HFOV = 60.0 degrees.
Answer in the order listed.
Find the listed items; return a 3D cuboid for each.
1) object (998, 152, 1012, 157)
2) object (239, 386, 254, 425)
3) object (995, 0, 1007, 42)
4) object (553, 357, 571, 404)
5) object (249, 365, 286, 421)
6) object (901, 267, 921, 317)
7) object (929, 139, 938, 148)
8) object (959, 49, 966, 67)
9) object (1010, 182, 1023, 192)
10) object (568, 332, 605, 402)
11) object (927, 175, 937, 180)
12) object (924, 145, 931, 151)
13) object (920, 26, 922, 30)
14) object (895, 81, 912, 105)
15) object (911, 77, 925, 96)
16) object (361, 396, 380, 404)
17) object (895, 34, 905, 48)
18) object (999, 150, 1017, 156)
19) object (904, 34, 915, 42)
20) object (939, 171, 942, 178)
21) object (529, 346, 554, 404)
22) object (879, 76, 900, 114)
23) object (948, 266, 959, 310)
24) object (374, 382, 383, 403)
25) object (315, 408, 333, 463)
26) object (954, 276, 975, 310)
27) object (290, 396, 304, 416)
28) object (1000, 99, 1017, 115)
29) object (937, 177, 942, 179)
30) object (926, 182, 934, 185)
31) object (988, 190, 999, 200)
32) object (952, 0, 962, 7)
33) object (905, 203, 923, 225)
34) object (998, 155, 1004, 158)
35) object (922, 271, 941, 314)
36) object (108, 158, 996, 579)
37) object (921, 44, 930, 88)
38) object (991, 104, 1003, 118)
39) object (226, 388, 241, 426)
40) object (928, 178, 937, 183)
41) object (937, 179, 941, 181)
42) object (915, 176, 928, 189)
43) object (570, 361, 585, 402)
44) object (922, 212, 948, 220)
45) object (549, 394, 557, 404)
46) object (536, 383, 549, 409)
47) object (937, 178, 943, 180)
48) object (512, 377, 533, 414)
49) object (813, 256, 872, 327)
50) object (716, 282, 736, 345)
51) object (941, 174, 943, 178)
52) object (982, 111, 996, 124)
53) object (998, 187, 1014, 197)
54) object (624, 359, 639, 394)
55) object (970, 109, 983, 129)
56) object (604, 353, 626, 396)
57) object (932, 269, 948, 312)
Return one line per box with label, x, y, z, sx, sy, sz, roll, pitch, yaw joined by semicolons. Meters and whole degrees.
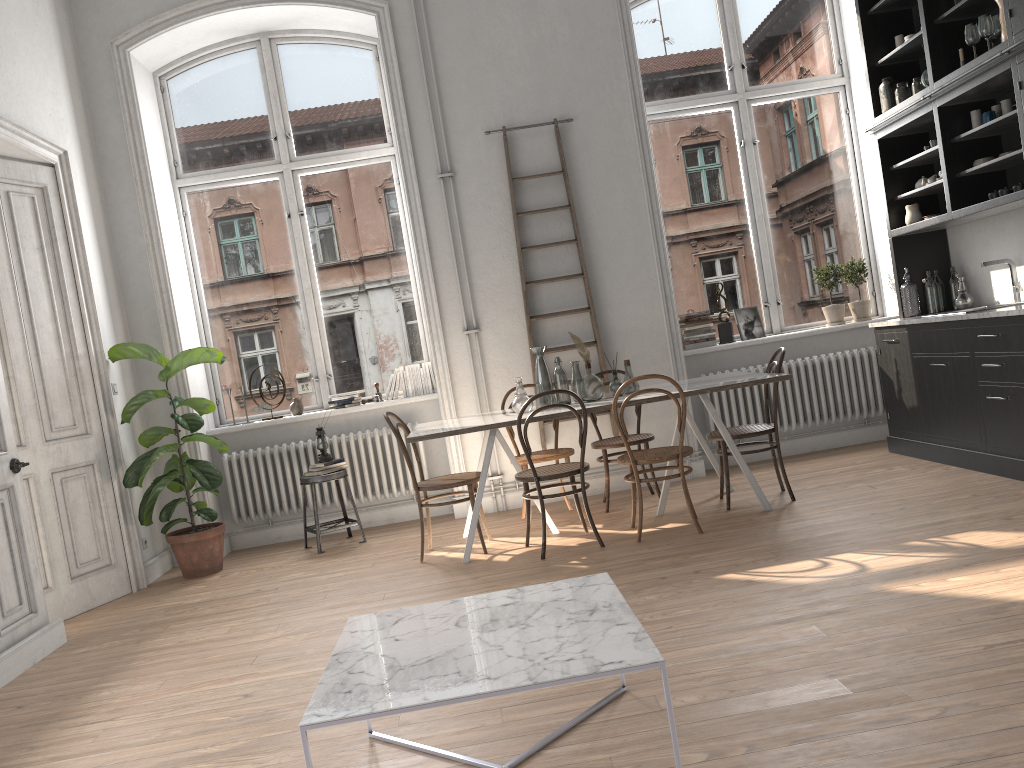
object;2.990;-1.363;5.321;0.123;0.036;0.123;-10;2;-15
object;-2.054;0.162;6.819;0.095;0.289;0.095;-8;3;20
object;2.703;-1.990;4.839;0.094;0.267;0.116;-7;3;39
object;0.305;-0.020;5.536;0.086;0.301;0.086;-10;2;-17
object;-1.879;0.063;6.845;0.348;0.425;0.087;-8;3;30
object;2.808;-0.652;6.267;0.108;0.349;0.109;-10;3;-21
object;2.802;-1.580;5.871;0.064;0.069;0.064;-7;3;45
object;2.739;-1.962;5.391;0.123;0.161;0.123;-9;2;6
object;2.877;-1.108;5.007;0.104;0.059;0.088;-9;2;6
object;0.467;-0.116;5.452;0.157;0.446;0.156;-9;2;15
object;2.854;-1.394;6.026;0.055;0.047;0.058;-9;2;12
object;2.806;-1.572;5.955;0.072;0.047;0.071;-8;3;35
object;2.709;-2.381;5.744;0.132;0.219;0.132;-10;3;-28
object;2.673;-1.971;6.043;0.114;0.155;0.114;-9;2;1
object;2.733;-1.974;5.944;0.096;0.150;0.096;-10;2;-14
object;-1.113;0.127;6.903;0.088;0.048;0.153;-8;3;37
object;2.706;-2.352;6.177;0.059;0.135;0.081;-8;3;25
object;2.988;-1.371;5.321;0.112;0.036;0.112;-8;3;40
object;2.739;-2.334;6.071;0.096;0.095;0.096;-8;3;32
object;2.854;-1.386;5.878;0.039;0.055;0.049;-9;2;18
object;0.196;-0.047;5.641;0.116;0.383;0.116;-9;2;9
object;2.640;-2.012;6.183;0.118;0.238;0.118;-10;2;-17
object;3.092;-0.669;6.188;0.086;0.301;0.086;-7;3;43
object;-1.034;0.063;6.848;0.048;0.153;0.088;-11;3;-33
object;-1.350;0.365;6.376;0.163;0.383;0.154;-11;3;-29
object;3.084;-0.624;6.063;0.132;0.219;0.120;-9;2;-2
object;-1.666;0.171;6.856;0.100;0.142;0.102;-10;3;-28
object;2.945;-1.616;5.252;0.059;0.135;0.082;-10;2;-20
object;2.857;-1.362;5.874;0.085;0.016;0.085;-8;2;38
object;2.860;-1.361;6.029;0.085;0.017;0.085;-10;2;-7
object;2.853;-1.111;5.218;0.088;0.059;0.104;-10;2;-14
object;2.737;-2.363;5.411;0.084;0.199;0.065;-8;3;19
object;2.813;-1.182;6.204;0.127;0.144;0.115;-10;2;-24
object;2.991;-1.355;5.321;0.132;0.038;0.132;-7;3;45
object;2.933;-0.643;6.209;0.086;0.301;0.086;-10;2;-17
object;0.243;-0.013;5.918;5.827;1.843;0.791;-9;2;3
object;2.650;-2.055;5.622;0.134;0.358;0.134;-7;3;42
object;2.944;-1.621;5.391;0.082;0.135;0.059;-8;3;25
object;-2.172;0.179;6.872;0.095;0.289;0.095;-8;3;29
object;2.857;-1.375;6.027;0.058;0.033;0.056;-10;2;-28
object;2.859;-1.348;5.874;0.085;0.015;0.085;-10;2;-16
object;2.875;-1.398;6.185;0.140;0.100;0.125;-10;2;-21
object;0.417;-0.017;5.614;0.098;0.255;0.100;-10;3;-26
object;2.899;-1.135;6.053;0.180;0.037;0.180;-10;2;-18
object;0.249;0.098;5.441;0.058;0.094;0.058;-8;3;26
object;0.179;0.074;5.532;0.083;0.158;0.083;-10;2;-7
object;2.858;-1.355;5.873;0.085;0.016;0.085;-8;2;29
object;0.055;0.068;5.398;0.132;0.219;0.132;-10;2;-13
object;2.639;-0.741;7.067;0.500;0.524;0.234;-10;2;-13
object;1.671;-0.563;7.021;0.122;0.488;0.102;-8;3;22
object;2.840;-1.357;5.813;0.049;0.054;0.039;-8;2;23
object;2.864;-1.584;5.326;0.140;0.094;0.082;-11;3;-37
object;2.851;-1.107;5.106;0.088;0.059;0.104;-10;2;-24
object;0.743;-0.049;5.623;0.101;0.212;0.101;-8;3;37
object;2.859;-1.608;5.441;0.081;0.135;0.059;-11;3;-35
object;0.642;-0.065;5.541;0.106;0.283;0.106;-10;2;-8
object;3.023;-0.661;6.291;0.086;0.301;0.086;-9;2;12
